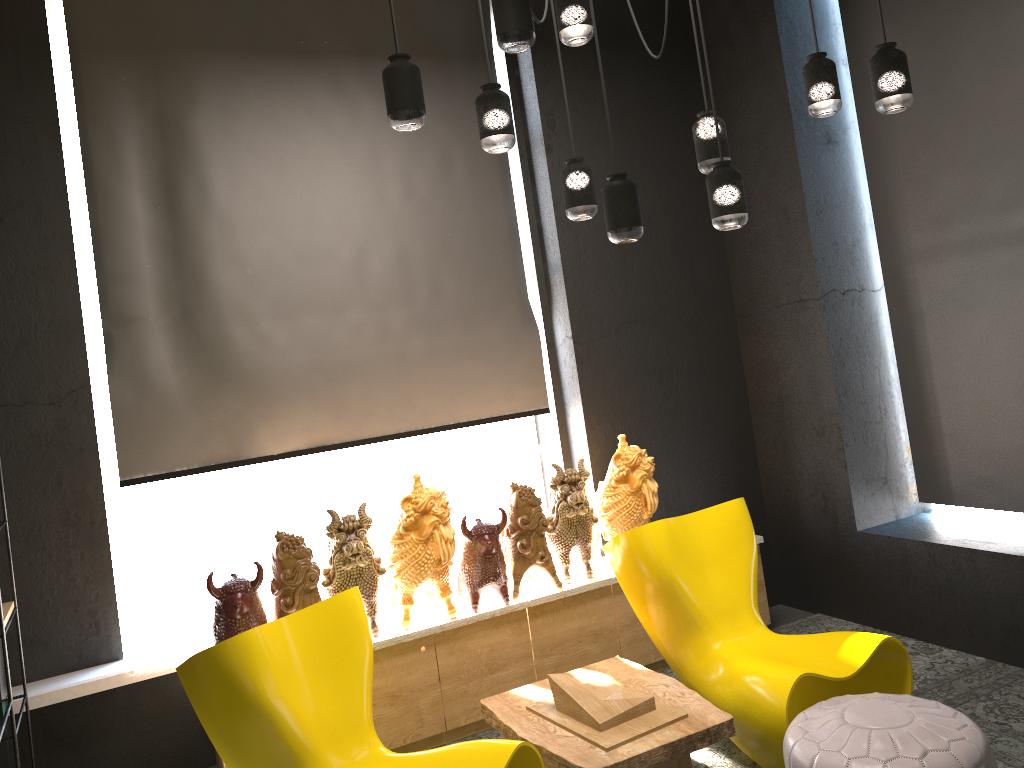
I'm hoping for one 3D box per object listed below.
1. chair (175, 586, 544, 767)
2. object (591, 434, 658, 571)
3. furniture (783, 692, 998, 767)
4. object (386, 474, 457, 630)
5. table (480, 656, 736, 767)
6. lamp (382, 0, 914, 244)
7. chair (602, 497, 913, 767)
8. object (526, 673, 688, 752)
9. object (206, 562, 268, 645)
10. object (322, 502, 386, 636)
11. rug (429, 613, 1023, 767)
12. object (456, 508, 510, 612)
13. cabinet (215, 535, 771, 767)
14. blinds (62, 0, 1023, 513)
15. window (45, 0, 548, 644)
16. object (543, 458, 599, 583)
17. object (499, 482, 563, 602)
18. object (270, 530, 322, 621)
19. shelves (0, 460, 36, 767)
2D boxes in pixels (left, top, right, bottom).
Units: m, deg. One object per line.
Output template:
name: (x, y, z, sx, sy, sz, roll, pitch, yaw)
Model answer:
chair: (-0.535, 1.182, 2.872, 1.063, 0.899, 0.660, -8, -1, 35)
object: (0.527, 0.578, 4.428, 0.308, 0.656, 0.467, -7, -1, -20)
furniture: (1.152, 1.209, 2.690, 0.617, 0.421, 0.606, -8, 0, -31)
object: (-0.433, 0.726, 3.968, 0.308, 0.656, 0.467, -7, -1, -20)
table: (0.354, 1.342, 3.253, 0.697, 0.310, 0.825, -8, 1, -25)
lamp: (0.745, -1.657, 2.137, 2.834, 2.278, 2.681, -8, 0, 19)
chair: (0.902, 0.960, 3.551, 0.661, 0.899, 1.063, -7, 0, -30)
object: (0.322, 1.123, 3.201, 0.352, 0.136, 0.517, -9, 1, -30)
object: (-1.121, 0.937, 3.622, 0.220, 0.442, 0.460, -7, -1, -20)
object: (-0.720, 0.807, 3.841, 0.272, 0.581, 0.427, -7, -2, -32)
rug: (0.709, 1.445, 3.173, 3.609, 0.010, 2.179, -9, 2, -25)
object: (-0.161, 0.788, 4.082, 0.220, 0.442, 0.460, -7, -1, -20)
cabinet: (0.031, 1.249, 4.169, 2.740, 0.531, 0.402, -9, -1, -25)
blinds: (-3.068, -0.257, 2.902, 12.722, 3.319, 3.515, -8, 0, -5)
window: (-1.025, -0.500, 4.707, 2.317, 3.176, 0.051, -8, -3, -25)
object: (0.240, 0.658, 4.301, 0.272, 0.581, 0.427, -7, -2, -32)
object: (0.034, 0.716, 4.232, 0.250, 0.547, 0.473, -7, -1, -17)
object: (-0.926, 0.865, 3.772, 0.250, 0.547, 0.473, -7, -1, -17)
shelves: (-1.567, -0.178, 2.088, 0.275, 3.918, 2.977, -7, -1, -25)
